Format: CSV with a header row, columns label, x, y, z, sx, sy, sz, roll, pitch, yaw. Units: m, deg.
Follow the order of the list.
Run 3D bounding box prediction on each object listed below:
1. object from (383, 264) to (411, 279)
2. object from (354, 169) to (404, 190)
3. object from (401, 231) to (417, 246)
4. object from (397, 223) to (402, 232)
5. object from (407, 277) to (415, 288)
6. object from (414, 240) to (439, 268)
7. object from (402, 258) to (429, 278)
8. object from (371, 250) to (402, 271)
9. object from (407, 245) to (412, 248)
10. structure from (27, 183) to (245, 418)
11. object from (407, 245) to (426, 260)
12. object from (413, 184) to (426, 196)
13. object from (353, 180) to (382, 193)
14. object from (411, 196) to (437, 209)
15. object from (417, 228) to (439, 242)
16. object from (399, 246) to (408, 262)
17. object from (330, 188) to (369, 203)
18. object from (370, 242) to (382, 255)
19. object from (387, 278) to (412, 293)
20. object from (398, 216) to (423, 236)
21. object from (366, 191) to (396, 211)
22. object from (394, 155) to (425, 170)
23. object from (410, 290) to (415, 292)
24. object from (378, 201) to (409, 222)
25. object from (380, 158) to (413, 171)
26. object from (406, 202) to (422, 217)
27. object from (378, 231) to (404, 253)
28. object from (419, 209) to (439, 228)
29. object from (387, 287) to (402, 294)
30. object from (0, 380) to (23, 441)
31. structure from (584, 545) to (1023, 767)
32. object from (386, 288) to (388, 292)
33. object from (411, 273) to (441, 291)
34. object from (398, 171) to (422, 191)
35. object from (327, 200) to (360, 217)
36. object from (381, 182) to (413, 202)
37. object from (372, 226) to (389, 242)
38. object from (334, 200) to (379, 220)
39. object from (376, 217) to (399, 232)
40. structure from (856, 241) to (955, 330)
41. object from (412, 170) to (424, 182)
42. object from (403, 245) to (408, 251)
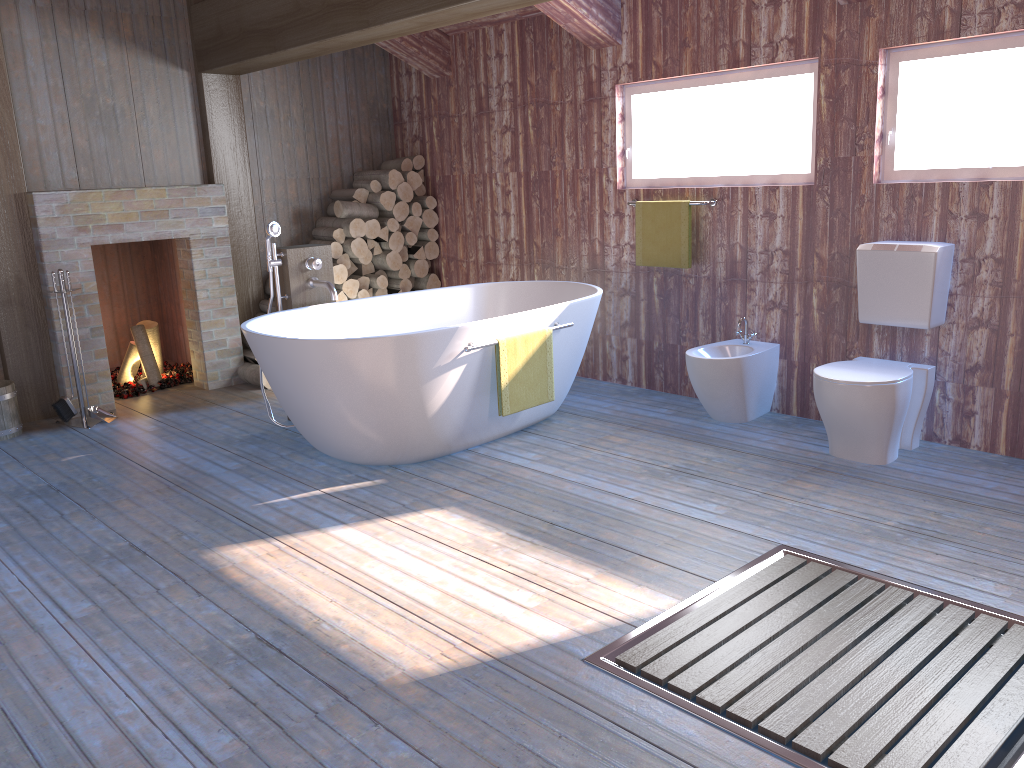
label,x,y,z,sx,sy,sz,roll,pitch,yaw
object,-0.880,-0.830,6.497,0.301,0.113,0.114,11,19,44
object,-0.959,-1.463,6.360,0.135,0.139,0.456,-14,17,-40
object,-0.865,-1.074,6.495,0.102,0.109,0.438,-14,18,-40
object,-0.910,-1.115,6.417,0.095,0.090,0.278,-14,17,-39
object,-0.876,-0.765,6.686,0.319,0.106,0.118,11,19,44
object,-0.731,-0.959,6.661,0.137,0.256,0.439,-14,18,-40
object,-0.810,-0.868,6.600,0.137,0.133,0.437,-15,18,-42
object,-0.985,-0.900,6.418,0.141,0.143,0.437,-15,18,-42
object,-0.803,-1.042,6.546,0.067,0.069,0.177,-14,18,-41
structure,-2.288,-0.541,5.502,1.130,1.330,0.226,-15,18,-41
object,-0.810,-0.981,6.568,0.115,0.112,0.423,-14,18,-40
object,-0.762,-1.445,6.574,0.107,0.115,0.269,-14,17,-40
object,-1.024,-1.397,6.271,0.094,0.097,0.227,-14,18,-40
object,-0.731,-1.347,6.571,0.102,0.109,0.438,-14,18,-40
object,-0.723,-1.121,6.622,0.102,0.109,0.438,-14,18,-40
object,-0.893,-0.956,6.475,0.111,0.118,0.302,-15,18,-41
object,-1.157,-1.327,6.308,0.140,0.121,0.319,-14,17,-39
object,-1.039,-0.978,6.358,0.085,0.096,0.280,-14,18,-40
object,-0.870,-0.725,6.520,0.289,0.117,0.116,11,19,44
object,-0.863,-1.164,6.522,0.172,0.151,0.482,-14,17,-40
object,-1.015,-1.312,6.335,0.139,0.148,0.458,-14,18,-40
object,-0.767,-1.623,6.535,0.112,0.113,0.271,-14,18,-41
object,-0.744,-0.681,6.764,0.301,0.113,0.114,11,19,44
object,-0.928,-1.241,6.407,0.143,0.151,0.440,-14,18,-40
object,-0.843,-1.579,6.470,0.104,0.121,0.270,-14,17,-40
object,-0.825,-1.280,6.494,0.089,0.106,0.437,-14,17,-40
object,-0.960,-1.029,6.418,0.136,0.157,0.439,-14,18,-40
object,-0.738,-1.235,6.592,0.147,0.152,0.439,-14,18,-40
object,-0.954,-0.658,6.492,0.115,0.112,0.423,-14,18,-40
object,-2.871,0.152,4.860,0.309,0.290,0.308,-11,16,-31
structure,0.897,0.743,2.364,1.000,0.067,1.000,-15,18,-41
object,-0.968,-0.685,6.455,0.054,0.056,0.146,-14,18,-40
object,-0.738,-0.777,6.705,0.139,0.137,0.455,-15,18,-42
object,-0.843,-1.478,6.469,0.133,0.142,0.456,-14,17,-40
object,-1.191,-1.234,6.291,0.113,0.130,0.291,-14,17,-40
object,-0.905,-1.381,6.402,0.141,0.143,0.437,-15,18,-42
object,-1.041,-1.064,6.328,0.109,0.124,0.424,-15,18,-41
object,-1.076,-1.197,6.133,0.302,0.157,0.121,-14,18,-40
object,-0.979,-1.150,6.371,0.102,0.109,0.438,-14,18,-40
structure,1.736,-0.445,3.943,0.182,0.363,0.358,-14,18,-40
object,-0.770,-1.542,6.569,0.081,0.100,0.281,-14,18,-41
object,-0.844,-0.994,6.515,0.065,0.069,0.177,-15,18,-41
